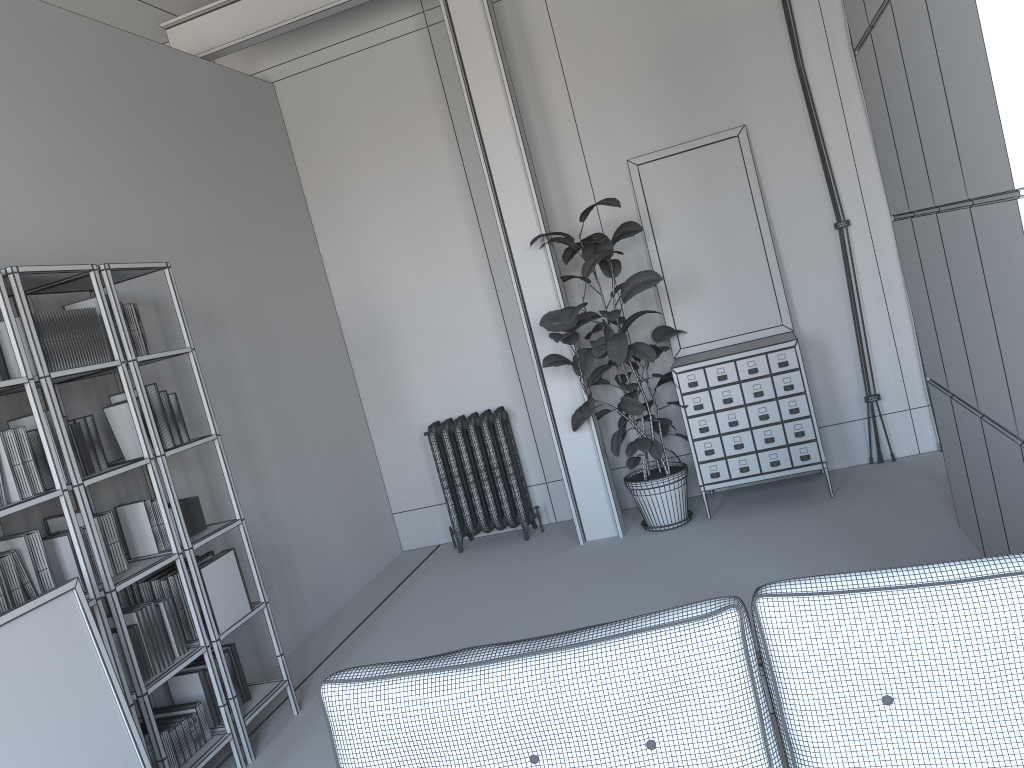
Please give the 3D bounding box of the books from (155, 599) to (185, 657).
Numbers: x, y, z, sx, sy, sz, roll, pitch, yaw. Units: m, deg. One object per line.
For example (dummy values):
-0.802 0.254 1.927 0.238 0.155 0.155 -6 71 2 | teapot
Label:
-1.504 1.052 3.777 0.184 0.254 0.025 -13 5 16 | books

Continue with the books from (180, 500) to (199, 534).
-1.541 0.636 4.143 0.134 0.177 0.012 -13 5 16 | books

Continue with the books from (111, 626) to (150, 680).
-1.556 1.094 3.566 0.165 0.227 0.022 -13 5 16 | books

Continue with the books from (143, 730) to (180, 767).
-1.503 1.518 3.620 0.260 0.185 0.056 -13 5 16 | books

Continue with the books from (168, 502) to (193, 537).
-1.552 0.642 4.099 0.134 0.177 0.012 -13 5 16 | books

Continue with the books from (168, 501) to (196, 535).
-1.547 0.639 4.121 0.134 0.177 0.012 -13 5 16 | books

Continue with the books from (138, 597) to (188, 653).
-1.499 1.049 3.801 0.184 0.254 0.025 -13 5 16 | books

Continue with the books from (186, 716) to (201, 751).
-1.453 1.505 3.776 0.241 0.158 0.033 -13 5 16 | books

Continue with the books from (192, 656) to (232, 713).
-1.399 1.407 4.107 0.192 0.279 0.047 -13 5 16 | books

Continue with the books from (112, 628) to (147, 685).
-1.561 1.097 3.544 0.165 0.227 0.022 -13 5 16 | books

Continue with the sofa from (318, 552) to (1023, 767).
0.526 0.945 1.596 2.347 0.948 0.952 -13 5 16 | sofa

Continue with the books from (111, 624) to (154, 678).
-1.550 1.091 3.588 0.165 0.227 0.022 -13 5 16 | books

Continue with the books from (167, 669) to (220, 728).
-1.430 1.427 3.985 0.192 0.277 0.030 -13 5 16 | books

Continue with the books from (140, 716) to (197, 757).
-1.463 1.502 3.740 0.242 0.176 0.040 -13 5 16 | books

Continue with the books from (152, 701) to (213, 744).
-1.451 1.485 3.850 0.271 0.184 0.047 -13 5 16 | books

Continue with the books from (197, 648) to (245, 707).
-1.380 1.397 4.156 0.207 0.283 0.061 -13 5 16 | books

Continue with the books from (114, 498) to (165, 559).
-1.651 0.643 3.925 0.170 0.245 0.043 -13 5 16 | books

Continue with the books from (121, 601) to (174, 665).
-1.531 1.052 3.689 0.202 0.278 0.027 -13 5 16 | books

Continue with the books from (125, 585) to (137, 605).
-1.658 1.032 4.154 0.033 0.326 0.303 -13 5 16 | books

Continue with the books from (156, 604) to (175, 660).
-1.536 1.064 3.739 0.180 0.244 0.057 -13 5 16 | books

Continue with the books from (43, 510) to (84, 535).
-1.772 0.670 3.605 0.222 0.303 0.038 -13 5 16 | books

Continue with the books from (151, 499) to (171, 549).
-1.632 0.642 3.977 0.162 0.229 0.053 -13 5 23 | books

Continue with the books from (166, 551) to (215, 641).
-1.436 0.977 4.101 0.037 0.322 0.333 -13 5 16 | books

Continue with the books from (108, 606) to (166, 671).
-1.545 1.060 3.637 0.202 0.278 0.027 -13 5 16 | books

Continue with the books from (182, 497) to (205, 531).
-1.530 0.629 4.187 0.134 0.177 0.012 -13 5 16 | books

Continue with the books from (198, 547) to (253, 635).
-1.309 0.949 4.055 0.033 0.326 0.303 -13 5 16 | books

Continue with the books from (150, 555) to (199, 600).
-1.517 0.998 4.120 0.056 0.315 0.317 -13 5 16 | books

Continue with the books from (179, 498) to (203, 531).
-1.533 0.631 4.176 0.134 0.177 0.012 -13 5 16 | books

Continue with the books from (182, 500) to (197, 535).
-1.544 0.637 4.132 0.134 0.177 0.012 -13 5 16 | books

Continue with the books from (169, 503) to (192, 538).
-1.555 0.644 4.088 0.134 0.177 0.012 -13 5 16 | books

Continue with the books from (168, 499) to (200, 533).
-1.538 0.634 4.154 0.134 0.177 0.012 -13 5 16 | books

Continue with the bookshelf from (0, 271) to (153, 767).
-1.834 0.753 3.143 0.455 2.276 0.455 -13 5 16 | bookshelf

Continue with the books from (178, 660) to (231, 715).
-1.411 1.414 4.061 0.195 0.279 0.049 -13 5 16 | books

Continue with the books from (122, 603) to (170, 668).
-1.537 1.056 3.663 0.202 0.278 0.027 -13 5 16 | books

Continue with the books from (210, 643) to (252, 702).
-1.364 1.383 4.198 0.217 0.295 0.030 -13 5 16 | books

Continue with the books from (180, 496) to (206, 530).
-1.527 0.627 4.199 0.134 0.177 0.012 -13 5 16 | books

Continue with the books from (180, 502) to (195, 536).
-1.550 0.641 4.110 0.134 0.177 0.012 -13 5 16 | books

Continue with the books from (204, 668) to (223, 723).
-1.419 1.429 4.019 0.196 0.262 0.040 -13 5 16 | books

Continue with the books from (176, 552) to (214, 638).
-1.405 0.972 4.071 0.027 0.326 0.272 -13 5 16 | books

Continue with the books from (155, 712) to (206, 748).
-1.445 1.500 3.807 0.241 0.158 0.033 -13 5 16 | books

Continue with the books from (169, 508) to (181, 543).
-1.572 0.654 4.021 0.134 0.177 0.012 -13 5 16 | books

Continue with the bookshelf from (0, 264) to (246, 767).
-1.715 0.680 3.637 0.455 2.276 0.455 -13 5 16 | bookshelf

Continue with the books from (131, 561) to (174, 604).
-1.626 1.024 4.146 0.033 0.326 0.303 -13 5 16 | books

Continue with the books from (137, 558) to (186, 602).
-1.575 1.013 4.137 0.068 0.318 0.319 -13 5 16 | books

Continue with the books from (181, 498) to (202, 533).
-1.536 0.632 4.165 0.134 0.177 0.012 -13 5 16 | books

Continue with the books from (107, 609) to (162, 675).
-1.550 1.064 3.610 0.202 0.278 0.027 -13 5 16 | books

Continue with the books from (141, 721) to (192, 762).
-1.473 1.508 3.702 0.242 0.176 0.040 -13 5 16 | books

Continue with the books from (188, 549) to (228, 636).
-1.357 0.961 4.069 0.068 0.327 0.303 -13 5 16 | books

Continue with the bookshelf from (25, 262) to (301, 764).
-1.591 0.606 4.109 0.455 2.276 0.455 -13 5 16 | bookshelf

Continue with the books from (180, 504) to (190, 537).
-1.558 0.646 4.077 0.134 0.177 0.012 -13 5 16 | books

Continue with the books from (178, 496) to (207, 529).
-1.525 0.625 4.210 0.134 0.177 0.012 -13 5 16 | books

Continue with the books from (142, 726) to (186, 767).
-1.482 1.513 3.664 0.242 0.176 0.040 -13 5 16 | books

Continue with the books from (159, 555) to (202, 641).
-1.471 0.990 4.111 0.040 0.312 0.343 -13 5 16 | books

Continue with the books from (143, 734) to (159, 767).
-1.535 1.515 3.532 0.275 0.223 0.033 -13 5 16 | books
